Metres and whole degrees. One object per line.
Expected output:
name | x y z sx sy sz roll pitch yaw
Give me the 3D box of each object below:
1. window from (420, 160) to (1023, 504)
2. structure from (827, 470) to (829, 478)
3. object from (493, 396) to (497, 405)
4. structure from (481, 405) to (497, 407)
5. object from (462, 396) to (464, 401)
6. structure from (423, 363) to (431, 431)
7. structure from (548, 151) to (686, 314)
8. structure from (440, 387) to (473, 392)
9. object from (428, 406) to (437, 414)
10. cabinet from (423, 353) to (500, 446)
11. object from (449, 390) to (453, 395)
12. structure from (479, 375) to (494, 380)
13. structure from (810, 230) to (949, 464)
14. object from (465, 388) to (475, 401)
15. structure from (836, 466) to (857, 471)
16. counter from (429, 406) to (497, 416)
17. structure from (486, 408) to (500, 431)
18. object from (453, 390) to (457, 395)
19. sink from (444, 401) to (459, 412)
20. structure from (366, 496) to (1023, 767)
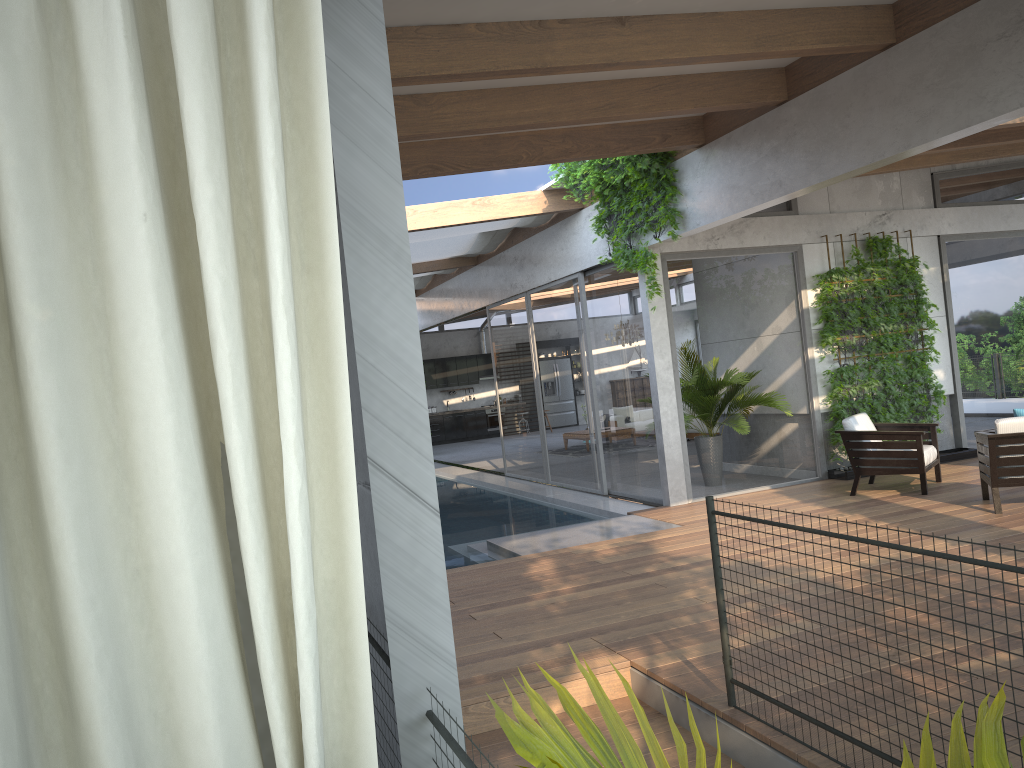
window | 1.533 -0.609 17.605 14.294 3.764 23.280 -6 0 -20
structure | 4.055 0.739 11.337 2.012 0.595 2.203 -6 0 -20
object | -0.414 0.445 24.312 0.222 0.235 0.222 -7 0 -30
structure | -0.543 0.593 24.316 0.605 0.031 0.496 -6 0 -20
object | -1.360 0.298 24.290 0.071 0.325 0.066 -6 0 -20
structure | -3.115 0.379 16.884 2.739 2.687 10.282 -6 0 -3
structure | 1.074 -1.687 9.044 0.918 2.054 1.822 -6 0 -23
structure | -1.497 0.158 24.256 0.932 0.046 0.081 -6 0 -20
object | -2.232 0.696 23.927 0.405 0.200 0.147 -6 0 -18
cabinet | -0.547 0.204 24.349 5.901 2.502 0.709 -6 0 -21
object | -1.669 0.239 24.176 0.117 0.139 0.093 -6 0 -18
structure | -0.665 -0.183 24.414 0.599 0.104 0.368 -6 0 -20
structure | 4.228 -0.406 10.135 1.851 2.669 0.500 -6 0 -19
object | -1.148 0.296 24.331 0.282 0.380 0.070 -6 0 -19
structure | 4.043 0.913 9.967 0.928 0.044 0.231 -6 0 -20
counter | -1.468 0.742 23.976 3.805 0.061 0.607 -6 0 -20
structure | -0.495 0.962 24.299 0.587 0.588 0.584 -6 0 -20
object | -1.564 0.228 24.206 0.117 0.139 0.093 -6 0 -3
sink | -1.662 0.703 23.910 0.526 0.514 0.514 -6 0 -20
structure | 8.207 0.249 10.832 15.587 3.022 31.708 -6 0 21
